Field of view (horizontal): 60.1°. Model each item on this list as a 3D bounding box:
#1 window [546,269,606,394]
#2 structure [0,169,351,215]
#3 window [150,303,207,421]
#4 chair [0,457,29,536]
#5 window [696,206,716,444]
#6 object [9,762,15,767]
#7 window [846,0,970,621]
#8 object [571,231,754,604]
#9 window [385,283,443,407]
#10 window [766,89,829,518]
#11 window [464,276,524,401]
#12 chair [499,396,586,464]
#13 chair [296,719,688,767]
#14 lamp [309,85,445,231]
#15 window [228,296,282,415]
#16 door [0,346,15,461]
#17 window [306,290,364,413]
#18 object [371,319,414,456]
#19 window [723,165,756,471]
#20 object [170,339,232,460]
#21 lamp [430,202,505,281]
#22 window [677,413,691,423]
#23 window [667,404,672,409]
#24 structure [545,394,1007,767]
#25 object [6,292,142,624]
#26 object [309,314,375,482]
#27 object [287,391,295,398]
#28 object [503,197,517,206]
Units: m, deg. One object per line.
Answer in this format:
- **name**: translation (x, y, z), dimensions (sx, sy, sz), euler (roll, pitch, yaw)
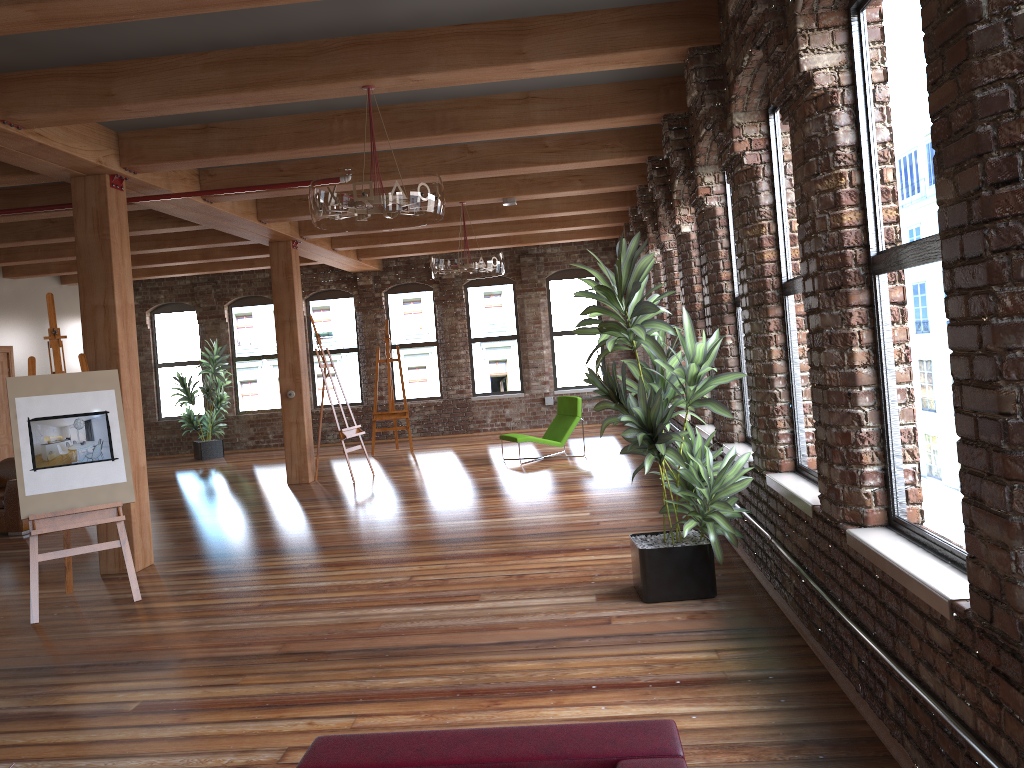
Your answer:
- **window**: translation (1.150, -0.960, 15.877), dimensions (0.968, 2.219, 0.219), euler (-5, 0, 4)
- **structure**: translation (-4.749, -1.517, 7.784), dimensions (6.806, 0.112, 0.051), euler (-4, 0, 4)
- **window**: translation (-6.189, -0.428, 16.491), dimensions (0.968, 2.170, 0.086), euler (-5, 0, 4)
- **chair**: translation (-5.356, 1.175, 9.439), dimensions (1.063, 0.735, 0.831), euler (-4, 1, 14)
- **window**: translation (1.620, -0.667, 7.350), dimensions (0.232, 2.215, 0.968), euler (-5, 0, 4)
- **object**: translation (-0.986, 0.833, 1.665), dimensions (0.095, 0.232, 0.076), euler (-5, 0, 37)
- **window**: translation (1.294, -0.470, 2.962), dimensions (0.235, 2.215, 0.968), euler (-5, 0, 4)
- **object**: translation (0.915, 0.162, 5.199), dimensions (0.965, 2.104, 1.081), euler (-5, 0, 17)
- **window**: translation (-1.790, -0.731, 16.095), dimensions (0.968, 2.228, 0.221), euler (-5, 0, 4)
- **window**: translation (1.403, -0.536, 4.423), dimensions (0.235, 2.215, 0.968), euler (-5, 0, 4)
- **window**: translation (-0.327, -0.847, 15.987), dimensions (0.968, 2.219, 0.219), euler (-5, 0, 4)
- **chair**: translation (0.384, 0.598, 11.846), dimensions (0.957, 0.796, 0.679), euler (-5, 1, -21)
- **chair**: translation (-0.062, 1.131, 1.570), dimensions (0.865, 0.593, 1.072), euler (-4, 2, 4)
- **lamp**: translation (-0.829, -1.382, 5.320), dimensions (0.811, 0.815, 0.808), euler (-5, 1, -43)
- **window**: translation (-4.705, -0.541, 16.380), dimensions (0.968, 2.170, 0.086), euler (-5, 0, 4)
- **door**: translation (-7.435, 0.521, 12.617), dimensions (0.226, 2.121, 1.030), euler (-5, 0, 4)
- **window**: translation (-3.247, -0.620, 16.204), dimensions (0.968, 2.228, 0.221), euler (-5, 0, 4)
- **object**: translation (-1.952, 0.018, 14.165), dimensions (0.662, 2.141, 0.685), euler (-5, 0, -1)
- **window**: translation (1.513, -0.601, 5.886), dimensions (0.235, 2.215, 0.968), euler (-5, 0, 4)
- **object**: translation (-5.449, 0.258, 15.641), dimensions (1.081, 2.104, 0.965), euler (-5, 0, -18)
- **lamp**: translation (-0.505, -1.576, 9.656), dimensions (0.808, 0.815, 0.811), euler (-4, 1, 40)
- **window**: translation (1.732, -0.732, 8.813), dimensions (0.236, 2.215, 0.968), euler (-5, 0, 4)
- **window**: translation (1.838, -0.798, 10.277), dimensions (0.230, 2.215, 0.968), euler (-5, 0, 4)
- **structure**: translation (1.706, 0.567, 9.010), dimensions (1.633, 0.313, 13.712), euler (-5, 2, -2)
- **object**: translation (-3.020, 0.418, 6.050), dimensions (0.703, 2.141, 0.683), euler (-4, 0, -36)
- **object**: translation (-2.284, 0.155, 11.329), dimensions (0.684, 2.141, 0.662), euler (-5, 0, 14)
- **object**: translation (-2.792, 0.132, 11.175), dimensions (0.095, 0.095, 0.061), euler (-4, 0, 4)
- **object**: translation (-0.026, -1.994, 9.659), dimensions (0.145, 0.072, 0.147), euler (-4, 2, 4)
